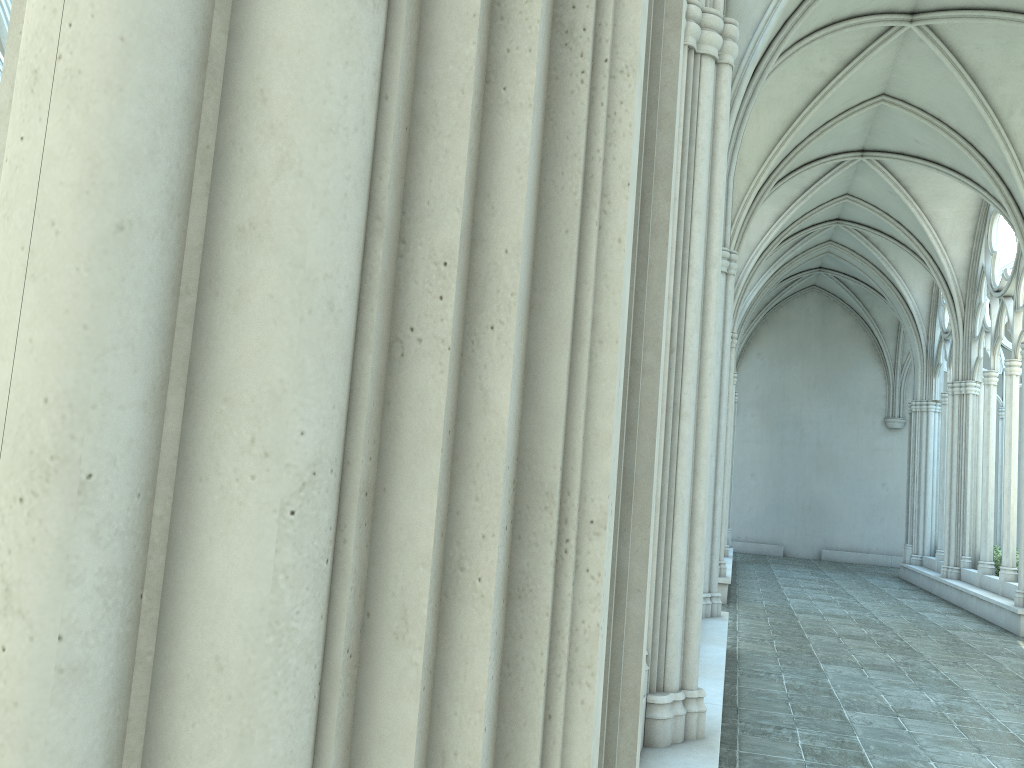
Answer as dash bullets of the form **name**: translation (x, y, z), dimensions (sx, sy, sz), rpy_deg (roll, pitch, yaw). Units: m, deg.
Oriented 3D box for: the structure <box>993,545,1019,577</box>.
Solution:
- **structure**: translation (12.435, 3.668, 15.198), dimensions (7.995, 0.963, 8.018), rpy_deg (3, -6, 15)
